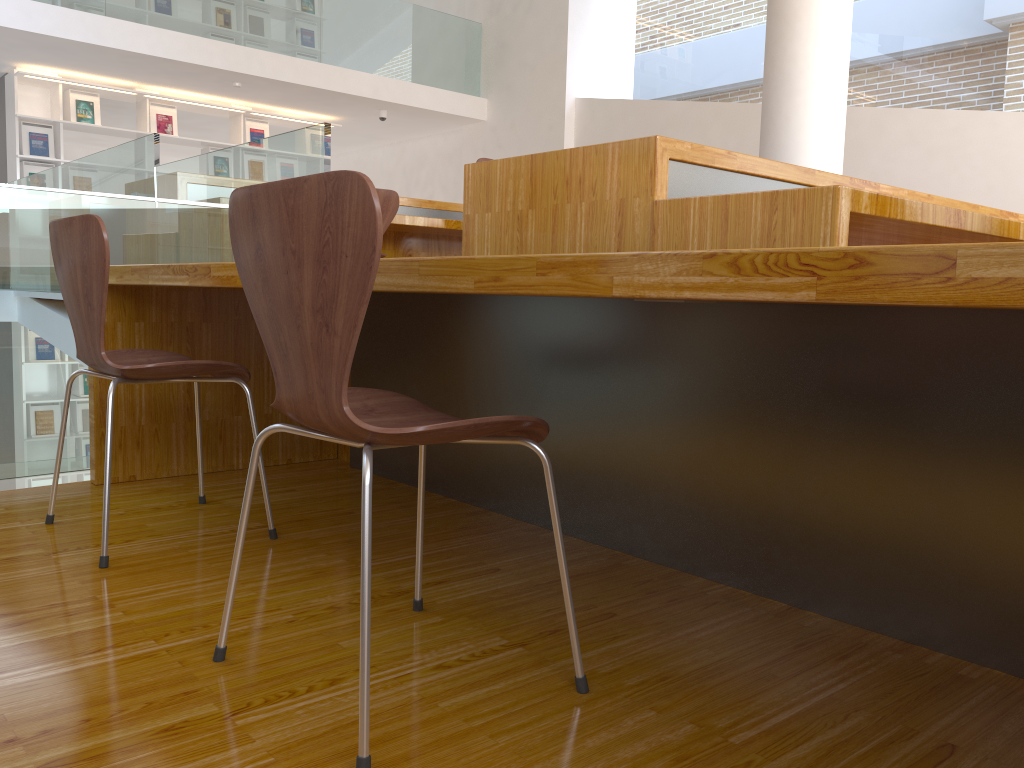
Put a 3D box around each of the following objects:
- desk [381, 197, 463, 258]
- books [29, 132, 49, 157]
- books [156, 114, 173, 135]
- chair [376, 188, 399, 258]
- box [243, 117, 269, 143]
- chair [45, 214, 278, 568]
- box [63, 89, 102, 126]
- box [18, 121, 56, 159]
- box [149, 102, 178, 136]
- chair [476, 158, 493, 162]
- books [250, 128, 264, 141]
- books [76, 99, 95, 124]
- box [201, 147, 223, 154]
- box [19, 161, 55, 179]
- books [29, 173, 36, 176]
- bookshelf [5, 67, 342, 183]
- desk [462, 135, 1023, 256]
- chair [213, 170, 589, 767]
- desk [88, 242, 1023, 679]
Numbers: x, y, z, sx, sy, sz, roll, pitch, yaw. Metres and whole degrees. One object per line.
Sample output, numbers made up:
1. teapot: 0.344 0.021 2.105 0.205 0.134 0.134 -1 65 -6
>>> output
1. desk: -0.470 -0.715 5.407 3.196 0.757 1.248 -3 7 -41
2. books: -4.021 -2.027 7.542 0.145 0.210 0.037 -3 7 -41
3. books: -3.212 -2.384 8.206 0.145 0.210 0.037 -3 7 -41
4. chair: -0.798 -0.575 4.232 0.428 0.693 0.381 -3 7 -41
5. box: -2.585 -2.487 8.876 0.245 0.296 0.274 -3 7 -41
6. chair: -0.795 -0.009 1.990 0.381 0.693 0.428 -3 7 -41
7. box: -3.795 -2.419 7.832 0.245 0.296 0.274 -3 7 -41
8. box: -4.092 -2.077 7.615 0.245 0.296 0.274 -3 7 -41
9. box: -3.280 -2.449 8.273 0.245 0.296 0.274 -3 7 -41
10. chair: 0.119 -0.437 3.103 0.428 0.693 0.381 -3 7 -41
11. books: -2.525 -2.422 8.799 0.145 0.210 0.037 -3 7 -41
12. books: -3.732 -2.370 7.755 0.145 0.210 0.037 -3 7 -41
13. box: -2.868 -2.145 8.672 0.245 0.296 0.274 -3 7 -41
14. box: -4.096 -1.750 7.652 0.245 0.296 0.274 -3 7 -41
15. books: -4.036 -1.690 7.570 0.145 0.210 0.037 -3 7 -41
16. bookshelf: -3.069 -1.784 8.450 2.984 1.836 0.498 -3 7 -41
17. desk: 1.450 -0.301 3.310 3.194 0.762 1.247 -3 7 -41
18. chair: -0.160 0.081 1.260 0.381 0.693 0.428 -3 7 -41
19. desk: 0.204 0.115 1.457 0.760 0.606 3.356 -3 7 -41
